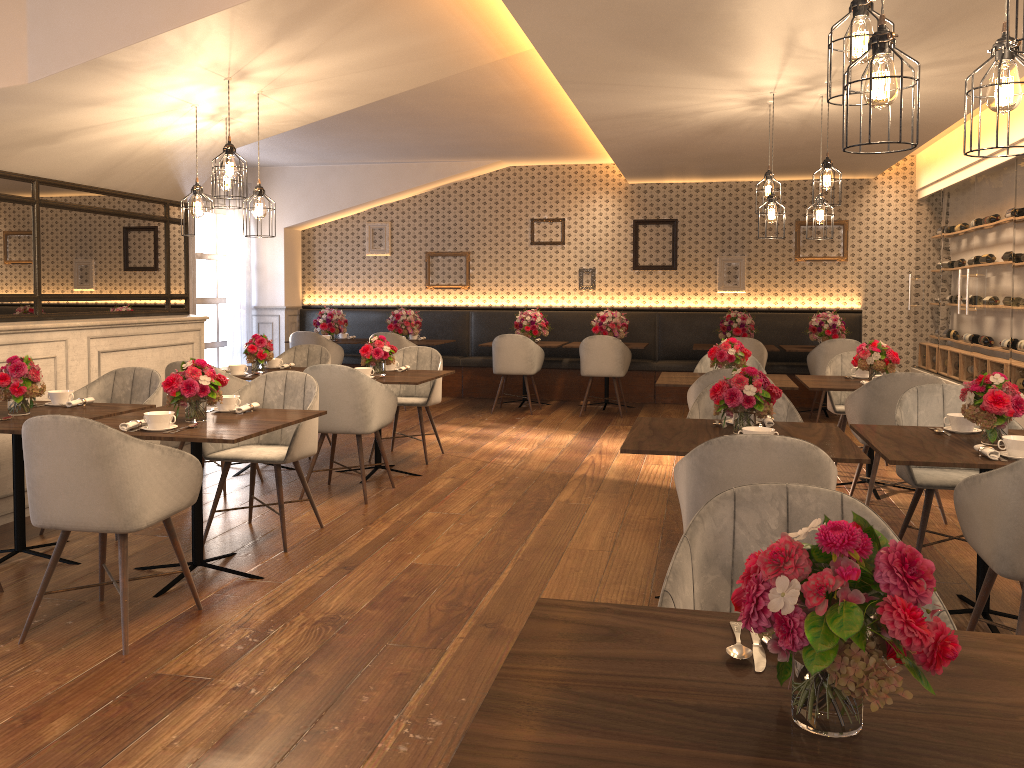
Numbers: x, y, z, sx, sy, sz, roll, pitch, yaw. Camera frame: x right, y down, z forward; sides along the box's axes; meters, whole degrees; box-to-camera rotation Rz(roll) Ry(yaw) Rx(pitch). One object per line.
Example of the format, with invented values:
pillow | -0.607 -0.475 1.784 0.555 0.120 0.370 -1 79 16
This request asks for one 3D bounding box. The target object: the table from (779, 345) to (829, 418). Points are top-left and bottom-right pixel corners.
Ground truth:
table | 3.409 -0.033 9.656 0.896 0.719 0.899 1 5 12

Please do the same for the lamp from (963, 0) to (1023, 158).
lamp | 1.289 -1.637 2.274 0.175 2.065 0.175 1 3 14

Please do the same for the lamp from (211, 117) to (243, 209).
lamp | -1.758 -2.119 5.427 0.175 2.065 0.175 1 3 14

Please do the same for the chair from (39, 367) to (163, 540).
chair | -2.248 0.360 4.935 0.565 0.870 0.528 1 4 12

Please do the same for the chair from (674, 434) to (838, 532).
chair | 0.837 0.566 3.058 0.565 0.870 0.528 1 4 12

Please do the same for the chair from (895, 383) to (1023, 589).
chair | 2.072 0.457 4.147 0.565 0.870 0.528 1 4 12

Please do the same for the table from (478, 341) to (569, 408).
table | 0.151 -0.118 10.364 0.896 0.719 0.899 1 5 12

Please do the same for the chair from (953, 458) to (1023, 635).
chair | 1.775 0.590 2.854 0.565 0.870 0.528 1 4 12

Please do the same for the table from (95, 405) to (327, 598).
table | -1.457 0.525 4.095 0.896 0.719 0.899 1 5 12

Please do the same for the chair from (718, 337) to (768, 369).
chair | 2.367 -0.064 9.193 0.565 0.870 0.528 1 4 12

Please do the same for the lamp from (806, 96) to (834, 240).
lamp | 2.096 -2.018 5.977 0.175 2.065 0.175 1 3 14

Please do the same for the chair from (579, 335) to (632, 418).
chair | 0.983 -0.100 9.494 0.565 0.870 0.528 1 4 12

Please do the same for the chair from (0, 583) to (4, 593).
chair | -2.499 0.494 3.632 0.565 0.870 0.528 1 4 12

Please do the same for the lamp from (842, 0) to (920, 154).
lamp | 0.945 -1.633 2.220 0.175 2.065 0.175 1 3 14

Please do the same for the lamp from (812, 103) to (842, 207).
lamp | 2.027 -2.178 5.647 0.175 2.065 0.175 1 3 14

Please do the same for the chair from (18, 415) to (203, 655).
chair | -1.562 0.518 3.429 0.565 0.870 0.528 1 4 12

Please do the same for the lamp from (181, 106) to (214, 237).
lamp | -1.829 -1.893 5.115 0.175 2.065 0.175 1 3 14

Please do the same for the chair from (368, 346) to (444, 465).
chair | -0.816 0.151 7.000 0.565 0.870 0.528 1 4 12

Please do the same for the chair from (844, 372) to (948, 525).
chair | 2.302 0.342 5.273 0.565 0.870 0.528 1 4 12

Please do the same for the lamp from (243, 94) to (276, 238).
lamp | -1.484 -1.898 5.169 0.175 2.065 0.175 1 3 14

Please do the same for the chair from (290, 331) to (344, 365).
chair | -2.275 -0.186 10.201 0.565 0.870 0.528 1 4 12

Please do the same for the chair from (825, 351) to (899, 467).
chair | 2.599 0.209 6.566 0.565 0.870 0.528 1 4 12

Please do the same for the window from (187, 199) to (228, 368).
window | -4.527 -0.344 4.314 0.495 2.381 14.577 1 6 8

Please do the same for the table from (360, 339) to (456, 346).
table | -1.233 -0.154 10.665 0.896 0.719 0.899 1 5 12

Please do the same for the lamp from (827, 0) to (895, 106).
lamp | 1.015 -1.859 2.532 0.175 2.065 0.175 1 3 14

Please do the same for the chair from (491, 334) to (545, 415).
chair | 0.046 -0.125 9.697 0.565 0.870 0.528 1 4 12

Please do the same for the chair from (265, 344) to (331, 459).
chair | -1.753 0.127 7.204 0.565 0.870 0.528 1 4 12

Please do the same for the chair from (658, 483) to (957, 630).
chair | 0.586 0.691 1.834 0.565 0.870 0.528 1 4 12

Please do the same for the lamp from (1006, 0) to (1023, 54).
lamp | 1.220 -1.797 1.945 0.175 2.065 0.175 1 3 14

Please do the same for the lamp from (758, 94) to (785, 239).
lamp | 1.751 -2.013 5.922 0.175 2.065 0.175 1 3 14

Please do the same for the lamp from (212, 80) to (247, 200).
lamp | -1.553 -2.058 4.840 0.175 2.065 0.175 1 3 14

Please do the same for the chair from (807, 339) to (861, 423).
chair | 3.304 -0.040 8.989 0.565 0.870 0.528 1 4 12

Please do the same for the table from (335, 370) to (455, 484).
table | -0.963 0.292 6.364 0.896 0.719 0.899 1 5 12

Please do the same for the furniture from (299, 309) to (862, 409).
furniture | 0.584 -0.354 10.913 7.089 1.079 0.543 1 3 12

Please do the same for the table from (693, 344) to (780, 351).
table | 2.472 -0.057 9.860 0.896 0.719 0.899 1 5 12

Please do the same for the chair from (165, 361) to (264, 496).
chair | -2.005 0.261 5.901 0.565 0.870 0.528 1 4 12

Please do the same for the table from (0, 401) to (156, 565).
table | -2.394 0.501 4.299 0.896 0.719 0.899 1 5 12

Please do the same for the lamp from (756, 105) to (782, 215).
lamp | 1.822 -2.239 6.234 0.175 2.065 0.175 1 3 14

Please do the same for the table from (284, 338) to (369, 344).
table | -2.170 -0.179 10.868 0.896 0.719 0.899 1 5 12

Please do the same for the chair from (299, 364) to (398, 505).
chair | -1.068 0.285 5.697 0.565 0.870 0.528 1 4 12

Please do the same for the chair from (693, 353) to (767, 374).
chair | 1.662 0.184 6.770 0.565 0.870 0.528 1 4 12

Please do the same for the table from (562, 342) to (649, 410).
table | 1.088 -0.093 10.161 0.896 0.719 0.899 1 5 12

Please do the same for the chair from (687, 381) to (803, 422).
chair | 1.135 0.433 4.351 0.565 0.870 0.528 1 4 12

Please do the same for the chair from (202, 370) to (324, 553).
chair | -1.310 0.384 4.732 0.565 0.870 0.528 1 4 12

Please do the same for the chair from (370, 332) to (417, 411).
chair | -1.338 -0.161 9.998 0.565 0.870 0.528 1 4 12

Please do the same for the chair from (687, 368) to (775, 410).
chair | 1.364 0.317 5.476 0.565 0.870 0.528 1 4 12
